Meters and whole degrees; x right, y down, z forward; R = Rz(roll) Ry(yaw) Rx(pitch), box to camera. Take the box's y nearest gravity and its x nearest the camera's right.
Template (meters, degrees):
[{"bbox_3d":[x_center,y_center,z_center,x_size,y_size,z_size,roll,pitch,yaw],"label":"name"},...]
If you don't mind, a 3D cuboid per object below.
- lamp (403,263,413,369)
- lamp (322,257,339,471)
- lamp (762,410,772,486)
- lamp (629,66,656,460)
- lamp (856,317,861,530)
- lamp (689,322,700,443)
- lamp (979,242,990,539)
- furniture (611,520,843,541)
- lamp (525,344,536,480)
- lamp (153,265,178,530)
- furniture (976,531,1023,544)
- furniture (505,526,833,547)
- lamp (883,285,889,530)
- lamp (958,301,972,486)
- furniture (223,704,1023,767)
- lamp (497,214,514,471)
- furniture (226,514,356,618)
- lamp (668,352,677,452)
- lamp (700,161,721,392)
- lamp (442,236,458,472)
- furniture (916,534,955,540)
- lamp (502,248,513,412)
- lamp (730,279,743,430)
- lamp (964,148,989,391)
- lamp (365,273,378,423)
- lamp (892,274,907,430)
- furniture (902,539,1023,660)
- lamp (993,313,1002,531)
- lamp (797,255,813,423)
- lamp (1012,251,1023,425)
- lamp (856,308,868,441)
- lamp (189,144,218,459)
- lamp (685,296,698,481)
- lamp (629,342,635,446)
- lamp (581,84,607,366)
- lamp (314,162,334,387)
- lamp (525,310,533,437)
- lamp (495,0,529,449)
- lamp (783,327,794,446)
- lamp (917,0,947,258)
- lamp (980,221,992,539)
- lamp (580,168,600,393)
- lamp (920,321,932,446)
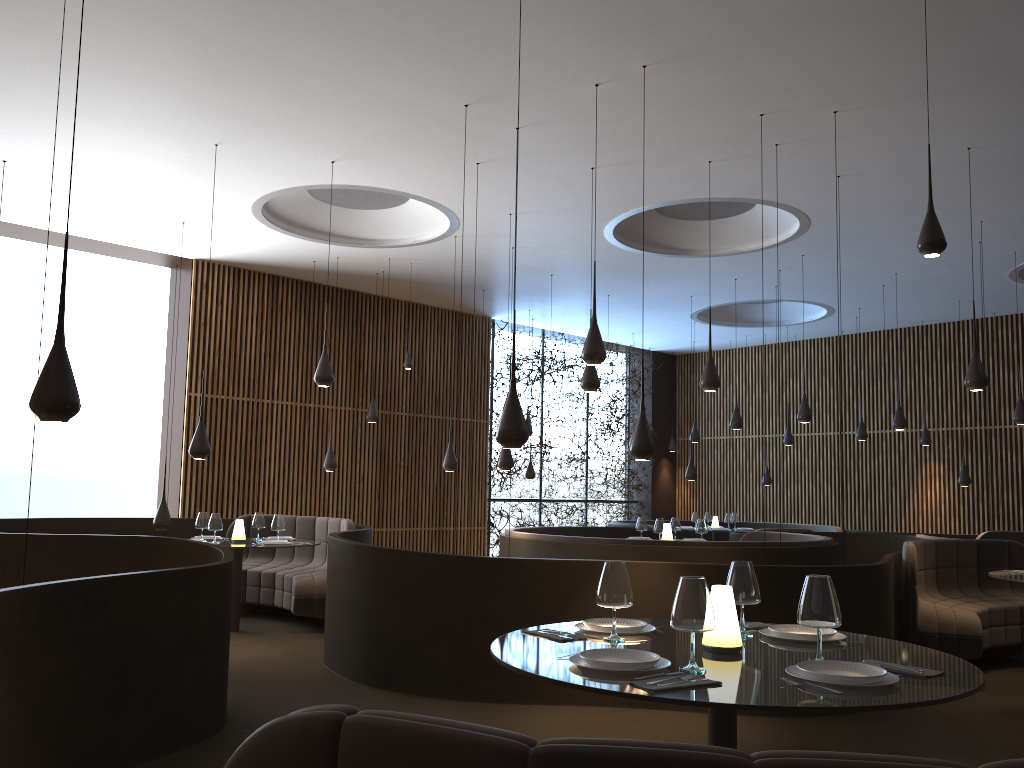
[{"bbox_3d":[-1.439,-0.960,12.469,0.133,1.505,0.133,-4,-7,42],"label":"lamp"},{"bbox_3d":[-2.448,-0.287,12.177,0.196,2.954,0.196,-2,-7,32],"label":"lamp"},{"bbox_3d":[4.974,0.498,17.338,0.196,2.954,0.196,-2,-7,32],"label":"lamp"},{"bbox_3d":[0.967,-0.921,6.528,0.196,2.954,0.196,5,-7,-38],"label":"lamp"},{"bbox_3d":[6.019,1.938,15.330,0.196,6.260,0.196,4,-6,-28],"label":"lamp"},{"bbox_3d":[3.360,-0.032,16.289,0.196,2.218,0.196,-2,-7,32],"label":"lamp"},{"bbox_3d":[5.741,1.356,10.685,0.196,6.260,0.196,2,-6,-8],"label":"lamp"},{"bbox_3d":[3.674,2.945,15.305,3.884,1.044,3.801,-2,-8,24],"label":"furniture"},{"bbox_3d":[0.360,0.269,16.216,0.196,2.954,0.196,2,-6,-8],"label":"lamp"},{"bbox_3d":[-3.811,0.134,9.866,0.196,2.954,0.196,1,-6,2],"label":"lamp"},{"bbox_3d":[8.389,2.579,11.838,1.981,1.044,3.944,2,-7,-11],"label":"furniture"},{"bbox_3d":[1.824,2.361,10.695,3.881,1.115,3.800,-2,-7,22],"label":"furniture"},{"bbox_3d":[5.511,1.638,12.993,0.196,6.260,0.196,4,-6,-28],"label":"lamp"},{"bbox_3d":[7.142,0.136,14.073,0.196,2.954,0.196,-2,-7,32],"label":"lamp"},{"bbox_3d":[1.478,1.184,2.228,4.245,1.119,1.472,5,-8,-30],"label":"furniture"},{"bbox_3d":[-0.045,-0.496,10.116,0.196,2.954,0.196,0,-6,12],"label":"lamp"},{"bbox_3d":[-2.525,2.018,9.906,2.534,1.057,0.932,-5,-9,43],"label":"furniture"},{"bbox_3d":[3.566,0.398,19.717,0.196,2.218,0.196,3,-6,-18],"label":"lamp"},{"bbox_3d":[1.883,-1.035,8.430,0.196,2.218,0.196,-4,-7,42],"label":"lamp"},{"bbox_3d":[-0.739,-0.393,11.057,0.196,2.954,0.196,1,-6,2],"label":"lamp"},{"bbox_3d":[5.968,2.542,11.614,0.900,1.044,2.538,1,-7,-1],"label":"furniture"},{"bbox_3d":[-0.010,-0.683,11.538,0.196,2.218,0.196,-4,-7,42],"label":"lamp"},{"bbox_3d":[3.282,-0.440,12.979,0.196,2.218,0.196,2,-6,-8],"label":"lamp"},{"bbox_3d":[4.149,-1.046,7.983,0.196,2.218,0.196,1,-6,2],"label":"lamp"},{"bbox_3d":[-2.024,-0.538,13.057,0.196,2.218,0.196,3,-6,-18],"label":"lamp"},{"bbox_3d":[5.437,-0.462,12.493,0.196,2.218,0.196,2,-6,-8],"label":"lamp"},{"bbox_3d":[4.422,2.041,8.465,2.534,1.057,0.932,6,-8,-37],"label":"furniture"},{"bbox_3d":[8.155,1.915,14.805,0.196,6.260,0.196,4,-6,-28],"label":"lamp"},{"bbox_3d":[3.829,-0.600,11.634,0.196,2.218,0.196,2,-6,-8],"label":"lamp"},{"bbox_3d":[6.436,-0.594,11.268,0.196,2.218,0.196,2,-6,-8],"label":"lamp"},{"bbox_3d":[5.821,-0.168,14.801,0.196,2.218,0.196,-2,-7,32],"label":"lamp"},{"bbox_3d":[-2.818,-0.786,8.219,0.196,2.954,0.196,2,-6,-8],"label":"lamp"},{"bbox_3d":[2.854,0.057,14.113,0.196,2.954,0.196,-4,-7,42],"label":"lamp"},{"bbox_3d":[2.541,0.223,18.476,0.196,2.218,0.196,3,-6,-18],"label":"lamp"},{"bbox_3d":[0.646,-1.249,6.875,0.196,2.218,0.196,2,-6,-8],"label":"lamp"},{"bbox_3d":[-1.786,-1.080,8.621,0.196,2.218,0.196,2,-6,-8],"label":"lamp"},{"bbox_3d":[0.288,-0.190,15.502,0.196,2.218,0.196,2,-6,-8],"label":"lamp"},{"bbox_3d":[0.029,-1.097,5.258,0.196,2.954,0.196,2,-6,-8],"label":"lamp"},{"bbox_3d":[5.146,0.034,16.535,0.196,2.218,0.196,-2,-7,32],"label":"lamp"},{"bbox_3d":[2.009,-1.353,4.282,0.132,1.495,0.132,5,-7,-38],"label":"lamp"},{"bbox_3d":[5.331,1.249,9.885,0.196,6.260,0.196,2,-6,-8],"label":"lamp"},{"bbox_3d":[0.774,-1.026,8.649,0.196,2.218,0.196,5,-7,-38],"label":"lamp"},{"bbox_3d":[7.343,-0.015,15.789,0.196,2.218,0.196,-2,-7,32],"label":"lamp"}]
